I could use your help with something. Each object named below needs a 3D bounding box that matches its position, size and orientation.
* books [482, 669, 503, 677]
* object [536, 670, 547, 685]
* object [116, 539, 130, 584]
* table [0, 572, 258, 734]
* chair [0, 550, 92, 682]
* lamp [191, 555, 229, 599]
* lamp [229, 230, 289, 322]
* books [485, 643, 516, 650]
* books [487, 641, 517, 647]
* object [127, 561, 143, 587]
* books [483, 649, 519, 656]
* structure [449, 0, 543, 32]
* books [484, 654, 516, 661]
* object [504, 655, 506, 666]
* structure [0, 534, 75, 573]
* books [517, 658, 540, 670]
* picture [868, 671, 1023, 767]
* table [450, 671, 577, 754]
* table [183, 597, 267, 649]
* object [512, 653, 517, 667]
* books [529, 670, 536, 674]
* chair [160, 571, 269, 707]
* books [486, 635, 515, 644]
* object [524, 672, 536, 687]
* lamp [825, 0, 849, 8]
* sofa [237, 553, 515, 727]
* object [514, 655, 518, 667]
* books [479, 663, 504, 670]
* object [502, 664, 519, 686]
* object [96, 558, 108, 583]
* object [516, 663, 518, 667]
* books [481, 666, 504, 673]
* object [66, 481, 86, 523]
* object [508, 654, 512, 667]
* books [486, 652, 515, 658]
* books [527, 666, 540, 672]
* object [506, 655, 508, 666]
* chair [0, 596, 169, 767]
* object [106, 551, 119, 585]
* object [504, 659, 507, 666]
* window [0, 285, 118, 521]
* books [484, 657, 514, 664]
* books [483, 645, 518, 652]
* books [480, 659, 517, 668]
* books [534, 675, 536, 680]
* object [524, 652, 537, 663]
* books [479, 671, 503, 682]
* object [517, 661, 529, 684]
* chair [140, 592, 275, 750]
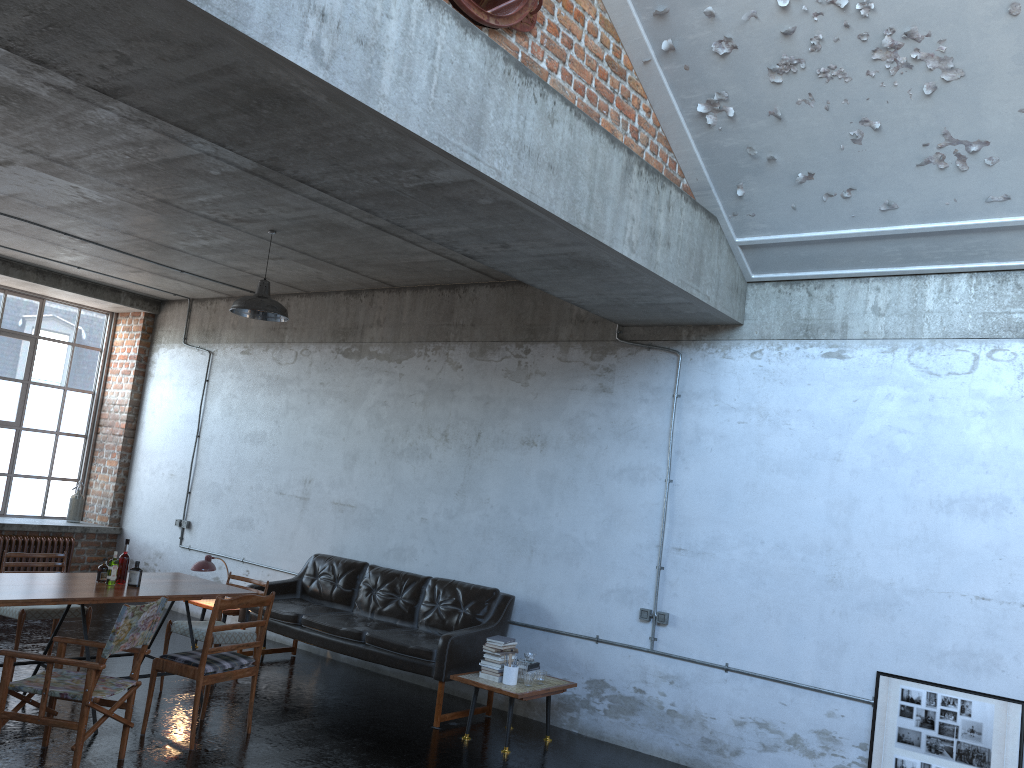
[{"bbox_3d":[-0.102,2.242,6.920,0.175,0.023,0.249,2,-8,32],"label":"books"},{"bbox_3d":[0.224,2.279,6.878,0.092,0.099,0.092,5,-7,14],"label":"object"},{"bbox_3d":[-2.867,1.310,6.556,0.075,0.324,0.075,10,-8,-28],"label":"object"},{"bbox_3d":[-3.356,1.805,5.913,1.067,0.917,3.112,2,-9,36],"label":"table"},{"bbox_3d":[-3.861,1.880,7.241,0.577,0.971,0.589,2,-8,36],"label":"chair"},{"bbox_3d":[-2.957,1.928,8.733,0.220,0.492,0.496,3,-8,29],"label":"lamp"},{"bbox_3d":[-2.124,-1.029,7.695,0.502,0.891,0.502,1,-9,41],"label":"lamp"},{"bbox_3d":[-0.089,2.052,6.968,0.167,0.023,0.209,3,-8,30],"label":"books"},{"bbox_3d":[-0.079,2.031,6.964,0.155,0.020,0.205,2,-9,36],"label":"books"},{"bbox_3d":[-2.756,1.390,6.495,0.097,0.180,0.051,6,-7,8],"label":"object"},{"bbox_3d":[-0.089,2.094,6.952,0.174,0.019,0.244,2,-9,36],"label":"books"},{"bbox_3d":[-0.204,-2.342,4.449,0.808,1.096,1.058,2,-9,36],"label":"structure"},{"bbox_3d":[-0.095,2.137,6.955,0.158,0.021,0.224,2,-9,36],"label":"books"},{"bbox_3d":[-0.048,2.168,6.754,0.046,0.202,0.023,9,-7,-17],"label":"object"},{"bbox_3d":[-7.052,1.827,8.953,0.232,0.713,5.349,2,-9,36],"label":"structure"},{"bbox_3d":[0.093,2.245,7.112,0.179,0.029,0.225,3,-8,29],"label":"books"},{"bbox_3d":[2.761,2.451,5.694,0.889,0.994,0.135,2,-9,36],"label":"picture"},{"bbox_3d":[-0.003,2.533,6.901,0.649,0.458,0.811,2,-9,36],"label":"table"},{"bbox_3d":[-2.815,2.450,8.974,0.649,0.458,0.811,2,-9,36],"label":"table"},{"bbox_3d":[0.008,2.163,6.811,0.009,0.185,0.052,1,-9,38],"label":"object"},{"bbox_3d":[0.081,2.294,7.106,0.227,0.024,0.166,5,-7,16],"label":"books"},{"bbox_3d":[-2.391,2.048,7.186,0.589,0.971,0.577,2,-8,36],"label":"chair"},{"bbox_3d":[-0.087,2.009,6.967,0.159,0.024,0.201,3,-8,26],"label":"books"},{"bbox_3d":[0.129,2.252,6.749,0.092,0.099,0.092,5,-7,14],"label":"object"},{"bbox_3d":[2.570,-1.596,2.953,0.945,2.025,5.320,12,-8,-35],"label":"lamp"},{"bbox_3d":[-1.316,2.212,8.089,2.610,1.045,0.929,2,-8,36],"label":"sofa"},{"bbox_3d":[0.017,2.171,6.803,0.009,0.169,0.062,2,-8,36],"label":"object"},{"bbox_3d":[-0.103,2.201,6.942,0.192,0.014,0.255,1,-9,39],"label":"books"},{"bbox_3d":[-0.011,2.219,6.760,0.110,0.137,0.110,2,-9,36],"label":"object"},{"bbox_3d":[-2.999,1.368,6.507,0.077,0.173,0.077,4,-7,22],"label":"object"},{"bbox_3d":[0.015,2.201,6.775,0.068,0.159,0.009,12,-9,-40],"label":"object"},{"bbox_3d":[-0.099,2.219,6.923,0.175,0.023,0.249,2,-9,37],"label":"books"},{"bbox_3d":[-5.686,1.536,11.585,0.172,0.551,0.172,8,-7,-9],"label":"object"},{"bbox_3d":[-0.017,2.178,6.808,0.023,0.204,0.037,8,-7,-14],"label":"object"},{"bbox_3d":[-0.088,2.115,6.953,0.155,0.022,0.205,3,-8,31],"label":"books"},{"bbox_3d":[0.091,2.273,7.120,0.175,0.024,0.243,2,-8,32],"label":"books"},{"bbox_3d":[-0.034,2.166,6.797,0.009,0.167,0.061,13,-9,-41],"label":"object"},{"bbox_3d":[-2.581,1.766,5.293,0.713,1.031,0.574,6,-7,7],"label":"chair"},{"bbox_3d":[-2.898,1.336,6.447,0.041,0.235,0.070,2,-8,36],"label":"object"},{"bbox_3d":[-0.029,2.180,6.756,0.009,0.190,0.137,1,-9,39],"label":"object"},{"bbox_3d":[-5.505,2.221,13.031,0.747,12.900,19.864,2,-9,36],"label":"window"},{"bbox_3d":[-0.092,2.157,6.951,0.147,0.023,0.221,2,-8,36],"label":"books"},{"bbox_3d":[-0.092,2.072,6.948,0.231,0.023,0.162,12,-9,-37],"label":"books"},{"bbox_3d":[-0.103,2.180,6.944,0.193,0.028,0.245,3,-8,31],"label":"books"},{"bbox_3d":[0.087,2.324,7.106,0.243,0.034,0.179,4,-7,20],"label":"books"},{"bbox_3d":[0.144,2.205,7.140,0.103,0.068,0.103,6,-7,9],"label":"object"},{"bbox_3d":[-0.108,2.273,6.915,0.192,0.043,0.248,2,-9,36],"label":"books"},{"bbox_3d":[0.077,2.230,6.853,0.087,0.155,0.087,6,-7,9],"label":"object"},{"bbox_3d":[-2.105,1.942,6.170,0.509,1.028,0.573,3,-8,26],"label":"chair"}]
